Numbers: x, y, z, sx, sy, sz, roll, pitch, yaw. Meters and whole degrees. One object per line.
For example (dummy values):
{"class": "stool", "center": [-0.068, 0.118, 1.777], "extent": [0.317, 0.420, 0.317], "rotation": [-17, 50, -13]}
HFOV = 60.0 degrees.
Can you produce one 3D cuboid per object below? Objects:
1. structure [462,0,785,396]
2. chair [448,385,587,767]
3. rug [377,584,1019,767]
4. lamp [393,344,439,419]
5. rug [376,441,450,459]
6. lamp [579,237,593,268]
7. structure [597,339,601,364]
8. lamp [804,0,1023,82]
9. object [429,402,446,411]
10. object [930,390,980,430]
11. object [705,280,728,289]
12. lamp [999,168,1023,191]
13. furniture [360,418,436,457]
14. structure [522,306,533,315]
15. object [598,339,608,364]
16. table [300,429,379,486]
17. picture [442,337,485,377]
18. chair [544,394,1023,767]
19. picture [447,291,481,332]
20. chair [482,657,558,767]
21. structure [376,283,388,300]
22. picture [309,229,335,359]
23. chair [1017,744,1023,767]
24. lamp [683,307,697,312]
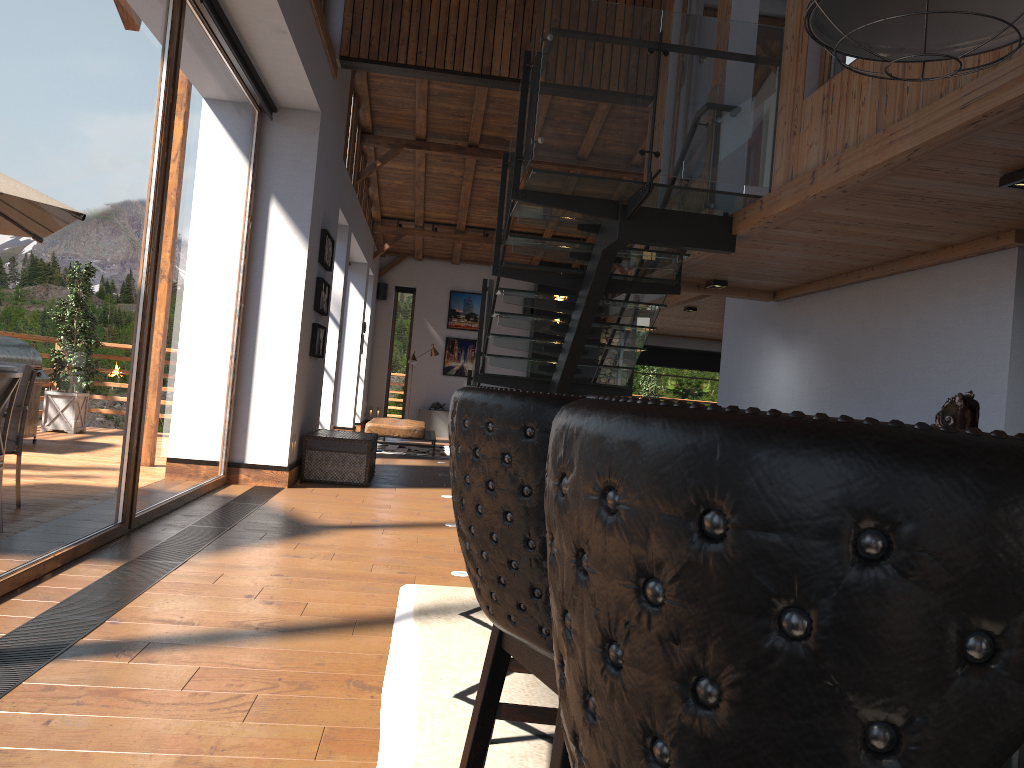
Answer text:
{"class": "structure", "center": [-1.435, 0.630, 6.922], "extent": [9.234, 6.400, 10.996], "rotation": [5, -1, -6]}
{"class": "chair", "center": [0.124, 0.568, 1.629], "extent": [0.573, 1.092, 0.500], "rotation": [6, -1, -22]}
{"class": "rug", "center": [0.910, 1.191, 2.163], "extent": [2.558, 0.047, 5.616], "rotation": [5, 0, -6]}
{"class": "lamp", "center": [-1.966, 0.097, 17.621], "extent": [0.524, 1.899, 1.329], "rotation": [5, -1, 15]}
{"class": "rug", "center": [-0.552, 1.123, 14.391], "extent": [3.817, 0.053, 2.426], "rotation": [5, 0, -6]}
{"class": "lamp", "center": [1.277, -1.909, 16.298], "extent": [0.263, 2.202, 0.798], "rotation": [5, -1, -15]}
{"class": "structure", "center": [1.972, 0.096, 18.983], "extent": [0.503, 2.618, 0.510], "rotation": [5, -1, -6]}
{"class": "lamp", "center": [1.289, -3.161, 2.383], "extent": [0.614, 4.686, 0.628], "rotation": [4, -2, 39]}
{"class": "object", "center": [-1.548, 0.466, 18.546], "extent": [0.401, 0.183, 0.229], "rotation": [5, -1, 38]}
{"class": "object", "center": [0.872, 0.132, 1.798], "extent": [0.223, 0.253, 0.114], "rotation": [6, -1, -43]}
{"class": "object", "center": [2.088, -1.023, 9.048], "extent": [0.156, 0.068, 0.260], "rotation": [5, 0, -6]}
{"class": "lamp", "center": [2.537, -1.015, 4.339], "extent": [0.156, 0.068, 0.260], "rotation": [5, 0, -6]}
{"class": "furniture", "center": [-1.839, 0.816, 14.443], "extent": [1.178, 0.437, 2.752], "rotation": [5, 0, -6]}
{"class": "structure", "center": [0.347, -1.665, 18.989], "extent": [0.214, 0.349, 0.213], "rotation": [5, -1, -6]}
{"class": "object", "center": [1.964, 0.102, 18.992], "extent": [0.495, 2.613, 0.465], "rotation": [5, -1, -6]}
{"class": "table", "center": [-1.823, 0.768, 9.489], "extent": [0.686, 0.470, 1.251], "rotation": [5, -1, -6]}
{"class": "picture", "center": [-1.006, -0.554, 18.893], "extent": [0.882, 0.816, 0.036], "rotation": [5, -1, -7]}
{"class": "chair", "center": [0.264, 0.574, 0.678], "extent": [0.570, 1.092, 0.502], "rotation": [5, -1, -7]}
{"class": "picture", "center": [-0.917, -1.545, 18.916], "extent": [0.882, 0.816, 0.036], "rotation": [5, -1, -7]}
{"class": "chair", "center": [0.110, 0.582, 2.450], "extent": [0.567, 1.092, 0.504], "rotation": [5, -1, 3]}
{"class": "structure", "center": [-2.728, -1.943, 18.626], "extent": [0.214, 0.349, 0.213], "rotation": [5, -1, -6]}
{"class": "picture", "center": [-2.022, -0.938, 9.461], "extent": [0.059, 1.312, 0.772], "rotation": [5, -1, -5]}
{"class": "chair", "center": [1.663, 0.713, 2.686], "extent": [0.570, 1.092, 0.502], "rotation": [5, -1, -7]}
{"class": "lamp", "center": [2.906, -1.217, 14.443], "extent": [0.156, 0.068, 0.260], "rotation": [5, 0, -6]}
